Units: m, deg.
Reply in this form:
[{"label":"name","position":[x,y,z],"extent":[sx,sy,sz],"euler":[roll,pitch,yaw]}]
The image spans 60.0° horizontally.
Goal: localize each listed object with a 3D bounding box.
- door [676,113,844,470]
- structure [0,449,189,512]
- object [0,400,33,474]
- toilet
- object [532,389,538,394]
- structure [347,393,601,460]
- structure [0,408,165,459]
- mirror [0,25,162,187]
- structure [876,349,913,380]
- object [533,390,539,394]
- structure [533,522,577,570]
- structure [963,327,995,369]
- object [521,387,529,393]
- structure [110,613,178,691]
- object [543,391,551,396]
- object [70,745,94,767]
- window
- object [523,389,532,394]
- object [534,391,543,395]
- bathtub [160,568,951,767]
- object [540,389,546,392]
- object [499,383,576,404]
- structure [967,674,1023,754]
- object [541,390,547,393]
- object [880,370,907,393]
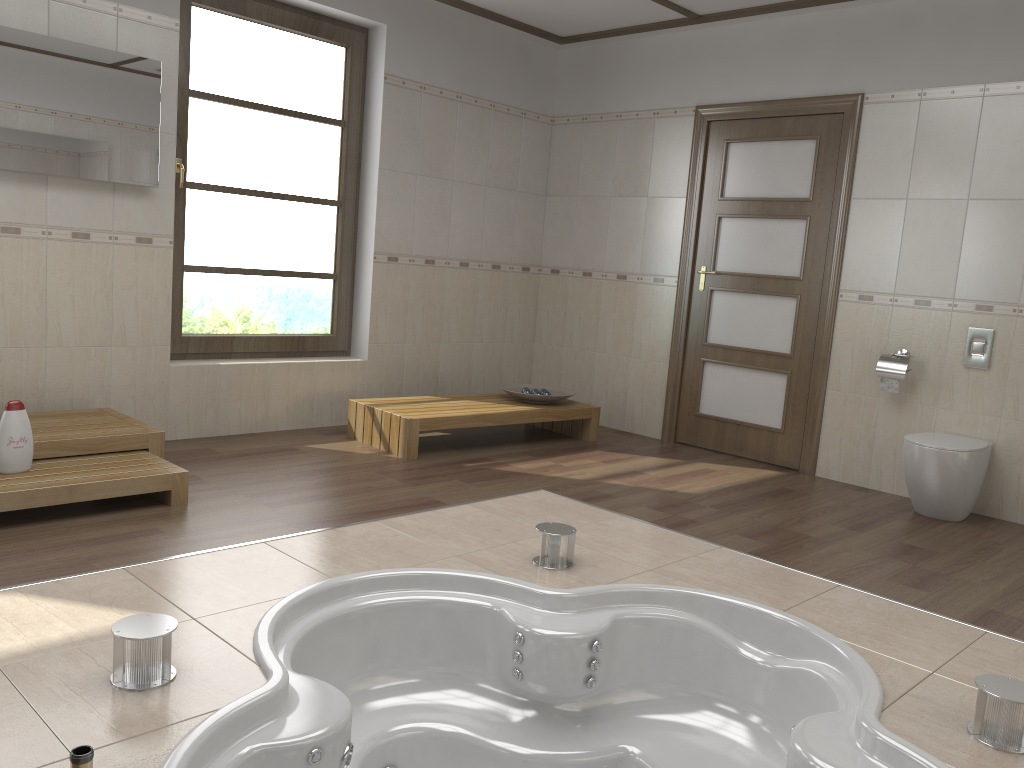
[{"label":"door","position":[1.457,-0.563,5.349],"extent":[0.861,2.026,0.102],"euler":[11,10,41]},{"label":"structure","position":[-1.974,0.399,3.338],"extent":[0.620,0.140,1.280],"euler":[12,11,43]},{"label":"object","position":[-1.871,0.198,3.336],"extent":[0.063,0.276,0.134],"euler":[10,10,36]},{"label":"toilet","position":[2.118,0.466,4.367],"extent":[0.337,0.388,0.519],"euler":[12,11,43]},{"label":"object","position":[0.151,0.060,5.662],"extent":[0.060,0.060,0.060],"euler":[12,11,43]},{"label":"structure","position":[-0.198,0.226,5.373],"extent":[1.450,0.220,0.620],"euler":[-2,10,-41]},{"label":"structure","position":[-2.259,0.300,3.605],"extent":[0.620,0.220,1.450],"euler":[12,11,43]},{"label":"mirror","position":[-2.489,-1.220,3.545],"extent":[0.005,0.600,2.200],"euler":[12,11,43]},{"label":"structure","position":[2.033,-0.107,4.672],"extent":[0.170,0.151,0.154],"euler":[12,11,43]},{"label":"object","position":[0.159,0.069,5.596],"extent":[0.060,0.060,0.060],"euler":[12,11,43]},{"label":"structure","position":[0.155,0.589,3.228],"extent":[0.150,0.131,0.150],"euler":[6,8,9]},{"label":"structure","position":[2.347,-0.180,4.460],"extent":[0.120,0.200,0.010],"euler":[12,11,43]},{"label":"object","position":[0.090,0.050,5.666],"extent":[0.060,0.060,0.060],"euler":[12,11,43]},{"label":"structure","position":[-0.895,0.650,2.158],"extent":[0.150,0.131,0.150],"euler":[-2,10,-41]},{"label":"object","position":[0.218,0.073,5.573],"extent":[0.060,0.060,0.060],"euler":[12,11,43]},{"label":"object","position":[-0.640,0.686,1.315],"extent":[0.070,0.307,0.070],"euler":[6,8,10]},{"label":"window","position":[-1.384,-1.140,5.065],"extent":[0.117,1.934,1.188],"euler":[12,11,43]},{"label":"object","position":[0.098,0.062,5.604],"extent":[0.060,0.060,0.060],"euler":[12,11,43]},{"label":"object","position":[0.166,0.076,5.536],"extent":[0.060,0.060,0.060],"euler":[12,11,43]},{"label":"bathtub","position":[0.132,1.110,2.228],"extent":[1.751,0.674,1.754],"euler":[4,8,-1]},{"label":"object","position":[0.203,0.059,5.696],"extent":[0.060,0.060,0.060],"euler":[12,11,43]},{"label":"object","position":[0.160,0.071,5.621],"extent":[0.487,0.076,0.487],"euler":[5,8,0]},{"label":"structure","position":[1.220,0.815,2.196],"extent":[0.150,0.131,0.150],"euler":[10,9,33]},{"label":"object","position":[0.207,0.068,5.635],"extent":[0.060,0.060,0.060],"euler":[12,11,43]},{"label":"object","position":[2.006,-0.036,4.669],"extent":[0.098,0.151,0.090],"euler":[12,11,43]}]
